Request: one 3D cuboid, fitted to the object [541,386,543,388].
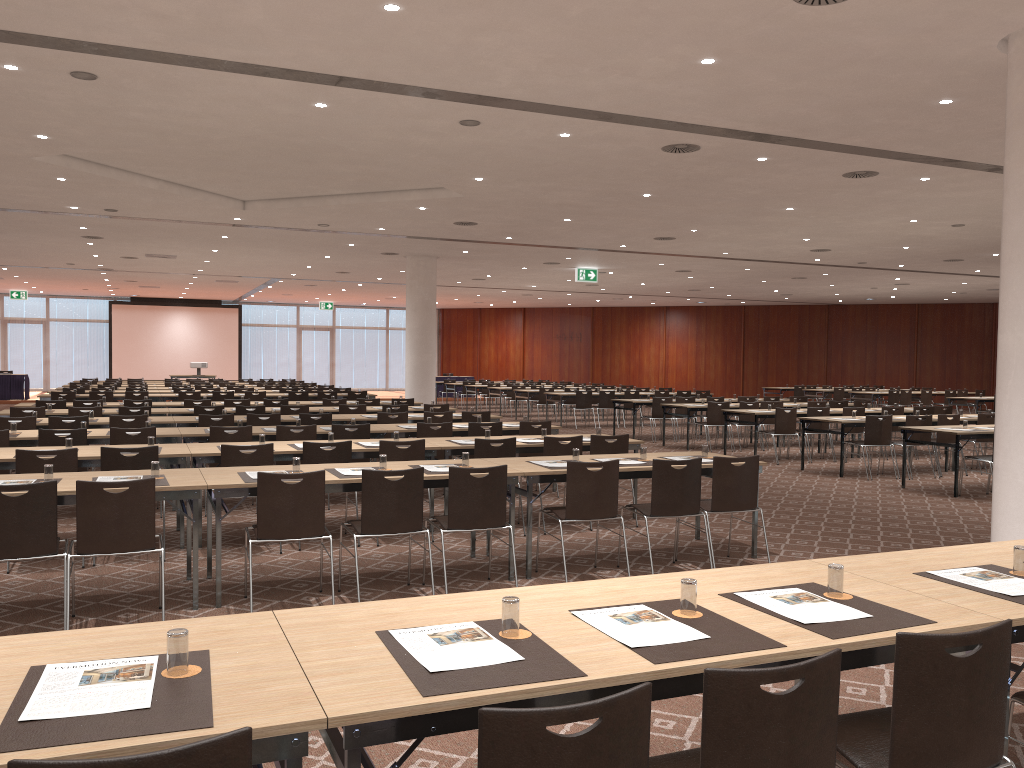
[{"bbox_3d":[0.827,0.116,24.280,0.054,0.114,0.054,2,3,33],"label":"object"}]

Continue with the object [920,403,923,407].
[{"bbox_3d":[7.808,0.419,16.912,0.054,0.114,0.054,1,2,11],"label":"object"}]

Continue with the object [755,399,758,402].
[{"bbox_3d":[4.935,0.353,17.874,0.054,0.114,0.054,-1,3,-34],"label":"object"}]

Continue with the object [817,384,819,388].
[{"bbox_3d":[10.520,0.067,30.513,0.054,0.114,0.054,2,3,33],"label":"object"}]

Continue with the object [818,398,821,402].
[{"bbox_3d":[6.419,0.355,18.503,0.054,0.114,0.054,2,3,33],"label":"object"}]

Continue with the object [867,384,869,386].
[{"bbox_3d":[12.602,0.069,31.386,0.054,0.114,0.054,1,2,11],"label":"object"}]

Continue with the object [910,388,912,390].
[{"bbox_3d":[12.057,0.192,26.821,0.054,0.114,0.054,1,2,11],"label":"object"}]

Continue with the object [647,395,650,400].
[{"bbox_3d":[2.965,0.288,19.226,0.054,0.114,0.054,-1,3,-34],"label":"object"}]

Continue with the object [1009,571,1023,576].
[{"bbox_3d":[2.100,0.779,3.640,0.102,0.001,0.102,2,2,33],"label":"object"}]

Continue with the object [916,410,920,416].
[{"bbox_3d":[6.490,0.479,14.188,0.054,0.114,0.054,-1,3,-34],"label":"object"}]

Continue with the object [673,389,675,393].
[{"bbox_3d":[4.300,0.182,23.576,0.054,0.114,0.054,1,2,11],"label":"object"}]

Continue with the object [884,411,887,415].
[{"bbox_3d":[5.872,0.478,13.940,0.054,0.114,0.054,-1,3,-34],"label":"object"}]

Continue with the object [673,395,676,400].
[{"bbox_3d":[3.563,0.290,19.464,0.054,0.114,0.054,-1,3,-34],"label":"object"}]

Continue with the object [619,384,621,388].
[{"bbox_3d":[3.362,0.058,27.506,0.054,0.114,0.054,2,3,33],"label":"object"}]

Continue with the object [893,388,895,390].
[{"bbox_3d":[11.457,0.191,26.583,0.054,0.114,0.054,1,2,11],"label":"object"}]

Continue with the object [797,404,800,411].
[{"bbox_3d":[5.102,0.415,15.780,0.054,0.114,0.054,0,2,-12],"label":"object"}]

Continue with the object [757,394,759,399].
[{"bbox_3d":[5.646,0.292,20.342,0.054,0.114,0.054,1,2,11],"label":"object"}]

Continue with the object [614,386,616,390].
[{"bbox_3d":[2.931,0.119,25.171,0.054,0.114,0.054,1,2,11],"label":"object"}]

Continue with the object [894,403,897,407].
[{"bbox_3d":[7.205,0.418,16.661,0.054,0.114,0.054,1,2,11],"label":"object"}]

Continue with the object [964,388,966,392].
[{"bbox_3d":[14.154,0.195,27.703,0.054,0.114,0.054,2,3,33],"label":"object"}]

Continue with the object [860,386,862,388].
[{"bbox_3d":[11.291,0.130,28.660,0.054,0.114,0.054,1,2,11],"label":"object"}]

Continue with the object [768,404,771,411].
[{"bbox_3d":[4.508,0.414,15.524,0.054,0.114,0.054,0,2,-12],"label":"object"}]

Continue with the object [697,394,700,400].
[{"bbox_3d":[4.150,0.290,19.722,0.054,0.114,0.054,-1,3,-34],"label":"object"}]

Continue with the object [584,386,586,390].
[{"bbox_3d":[2.034,0.118,24.788,0.054,0.114,0.054,2,3,33],"label":"object"}]

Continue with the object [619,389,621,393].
[{"bbox_3d":[2.801,0.180,22.950,0.054,0.114,0.054,2,3,33],"label":"object"}]

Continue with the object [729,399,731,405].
[{"bbox_3d":[4.335,0.352,17.632,0.054,0.114,0.054,-1,3,-34],"label":"object"}]

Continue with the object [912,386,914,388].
[{"bbox_3d":[13.372,0.132,29.553,0.054,0.114,0.054,2,3,33],"label":"object"}]

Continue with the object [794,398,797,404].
[{"bbox_3d":[5.828,0.354,18.252,0.054,0.114,0.054,2,3,33],"label":"object"}]

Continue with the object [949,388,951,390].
[{"bbox_3d":[13.551,0.194,27.457,0.054,0.114,0.054,2,3,33],"label":"object"}]

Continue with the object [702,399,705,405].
[{"bbox_3d":[3.742,0.352,17.369,0.054,0.114,0.054,-1,3,-34],"label":"object"}]

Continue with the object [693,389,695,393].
[{"bbox_3d":[4.892,0.183,23.812,0.054,0.114,0.054,1,2,11],"label":"object"}]

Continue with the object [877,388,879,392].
[{"bbox_3d":[10.870,0.191,26.323,0.054,0.114,0.054,1,2,11],"label":"object"}]

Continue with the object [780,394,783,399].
[{"bbox_3d":[6.260,0.293,20.596,0.054,0.114,0.054,1,2,11],"label":"object"}]

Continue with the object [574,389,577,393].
[{"bbox_3d":[1.607,0.179,22.439,0.054,0.114,0.054,2,3,33],"label":"object"}]

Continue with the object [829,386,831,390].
[{"bbox_3d":[10.090,0.128,28.174,0.054,0.114,0.054,1,2,11],"label":"object"}]

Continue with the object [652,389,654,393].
[{"bbox_3d":[3.698,0.181,23.327,0.054,0.114,0.054,1,2,11],"label":"object"}]

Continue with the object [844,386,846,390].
[{"bbox_3d":[10.683,0.129,28.420,0.054,0.114,0.054,1,2,11],"label":"object"}]

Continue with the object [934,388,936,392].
[{"bbox_3d":[12.965,0.194,27.195,0.054,0.114,0.054,2,3,33],"label":"object"}]

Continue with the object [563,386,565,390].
[{"bbox_3d":[1.433,0.117,24.538,0.054,0.114,0.054,2,3,33],"label":"object"}]

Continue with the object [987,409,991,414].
[{"bbox_3d":[7.970,0.481,14.808,0.054,0.114,0.054,2,3,33],"label":"object"}]

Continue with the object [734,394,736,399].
[{"bbox_3d":[5.048,0.291,20.094,0.054,0.114,0.054,1,2,11],"label":"object"}]

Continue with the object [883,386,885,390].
[{"bbox_3d":[12.180,0.131,29.040,0.054,0.114,0.054,2,3,33],"label":"object"}]

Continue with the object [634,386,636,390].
[{"bbox_3d":[3.529,0.119,25.420,0.054,0.114,0.054,1,2,11],"label":"object"}]

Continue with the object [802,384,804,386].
[{"bbox_3d":[9.919,0.066,30.264,0.054,0.114,0.054,2,3,33],"label":"object"}]

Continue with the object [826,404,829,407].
[{"bbox_3d":[5.700,0.416,16.022,0.054,0.114,0.054,0,2,-12],"label":"object"}]

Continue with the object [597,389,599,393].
[{"bbox_3d":[2.206,0.180,22.687,0.054,0.114,0.054,2,3,33],"label":"object"}]

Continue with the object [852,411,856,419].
[{"bbox_3d":[5.276,0.477,13.679,0.054,0.114,0.054,-1,3,-34],"label":"object"}]

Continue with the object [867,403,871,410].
[{"bbox_3d":[6.608,0.417,16.406,0.054,0.114,0.054,1,2,11],"label":"object"}]

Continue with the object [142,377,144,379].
[{"bbox_3d":[-11.550,-0.147,27.758,0.054,0.114,0.054,1,2,11],"label":"object"}]

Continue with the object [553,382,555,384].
[{"bbox_3d":[1.376,-0.007,28.844,0.054,0.114,0.054,2,3,33],"label":"object"}]

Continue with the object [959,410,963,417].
[{"bbox_3d":[7.371,0.480,14.554,0.054,0.114,0.054,2,3,33],"label":"object"}]

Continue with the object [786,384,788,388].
[{"bbox_3d":[9.315,0.065,30.007,0.054,0.114,0.054,2,3,33],"label":"object"}]

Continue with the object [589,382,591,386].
[{"bbox_3d":[2.583,-0.005,29.349,0.054,0.114,0.054,2,3,33],"label":"object"}]

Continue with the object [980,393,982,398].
[{"bbox_3d":[12.215,0.301,23.097,0.054,0.114,0.054,1,2,11],"label":"object"}]

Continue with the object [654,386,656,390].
[{"bbox_3d":[4.137,0.121,25.659,0.054,0.114,0.054,1,2,11],"label":"object"}]

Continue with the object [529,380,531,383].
[{"bbox_3d":[0.614,-0.069,30.682,0.054,0.114,0.054,2,3,33],"label":"object"}]

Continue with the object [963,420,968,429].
[{"bbox_3d":[6.057,0.540,11.848,0.054,0.114,0.054,-1,3,-34],"label":"object"}]

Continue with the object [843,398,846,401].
[{"bbox_3d":[7.035,0.356,18.754,0.054,0.114,0.054,2,3,33],"label":"object"}]

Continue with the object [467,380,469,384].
[{"bbox_3d":[-1.488,-0.072,29.811,0.054,0.114,0.054,-1,3,-34],"label":"object"}]
